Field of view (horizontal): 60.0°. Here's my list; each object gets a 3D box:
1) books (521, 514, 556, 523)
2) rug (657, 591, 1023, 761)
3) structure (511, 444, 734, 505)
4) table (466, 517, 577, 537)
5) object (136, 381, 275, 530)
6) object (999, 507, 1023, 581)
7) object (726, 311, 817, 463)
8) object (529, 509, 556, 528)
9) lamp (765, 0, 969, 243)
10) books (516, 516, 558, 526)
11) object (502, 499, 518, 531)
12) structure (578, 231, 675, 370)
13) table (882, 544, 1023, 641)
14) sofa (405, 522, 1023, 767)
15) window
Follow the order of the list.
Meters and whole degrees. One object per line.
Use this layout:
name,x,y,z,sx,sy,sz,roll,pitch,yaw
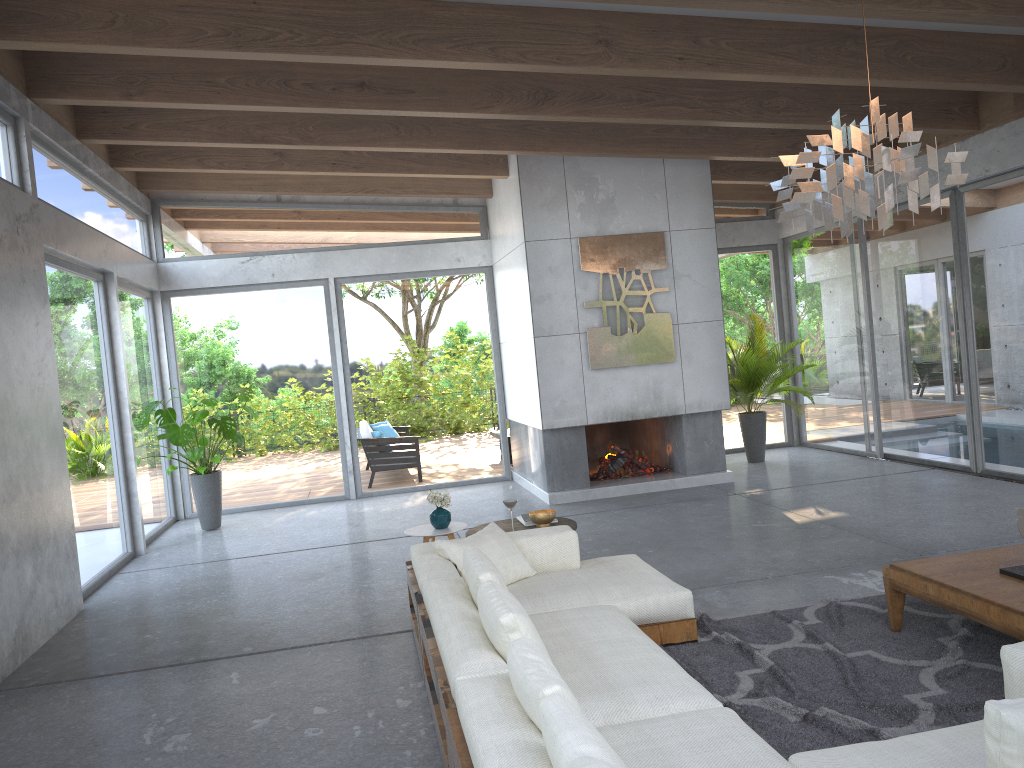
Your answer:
books,0.173,0.893,5.941,0.205,0.012,0.290,-6,2,-5
rug,1.930,1.227,3.952,3.186,0.056,2.187,-6,2,-10
structure,1.145,0.828,10.269,2.012,0.595,2.203,-6,2,-10
table,0.079,1.151,5.754,0.725,0.441,0.725,-4,3,42
object,-3.360,0.780,9.574,1.416,1.540,1.731,-5,2,9
object,2.407,0.598,3.993,0.346,0.518,0.379,-6,2,-10
object,2.865,0.027,10.662,1.484,1.819,1.798,-6,2,-3
object,0.199,0.872,5.703,0.173,0.097,0.173,-7,2,-31
lamp,1.310,-1.285,3.640,0.862,1.400,0.636,-4,2,37
books,0.166,0.907,5.942,0.220,0.015,0.303,-6,2,-10
object,-0.001,0.837,5.553,0.099,0.212,0.099,-5,2,21
structure,1.181,-0.859,9.107,0.919,1.351,0.041,-6,2,-10
table,2.477,1.028,3.989,1.048,0.352,1.112,-6,2,-10
sofa,0.670,1.082,3.574,1.965,0.777,3.733,-6,2,-10
window,2.268,-0.642,3.633,14.294,3.764,23.280,-6,2,-10
